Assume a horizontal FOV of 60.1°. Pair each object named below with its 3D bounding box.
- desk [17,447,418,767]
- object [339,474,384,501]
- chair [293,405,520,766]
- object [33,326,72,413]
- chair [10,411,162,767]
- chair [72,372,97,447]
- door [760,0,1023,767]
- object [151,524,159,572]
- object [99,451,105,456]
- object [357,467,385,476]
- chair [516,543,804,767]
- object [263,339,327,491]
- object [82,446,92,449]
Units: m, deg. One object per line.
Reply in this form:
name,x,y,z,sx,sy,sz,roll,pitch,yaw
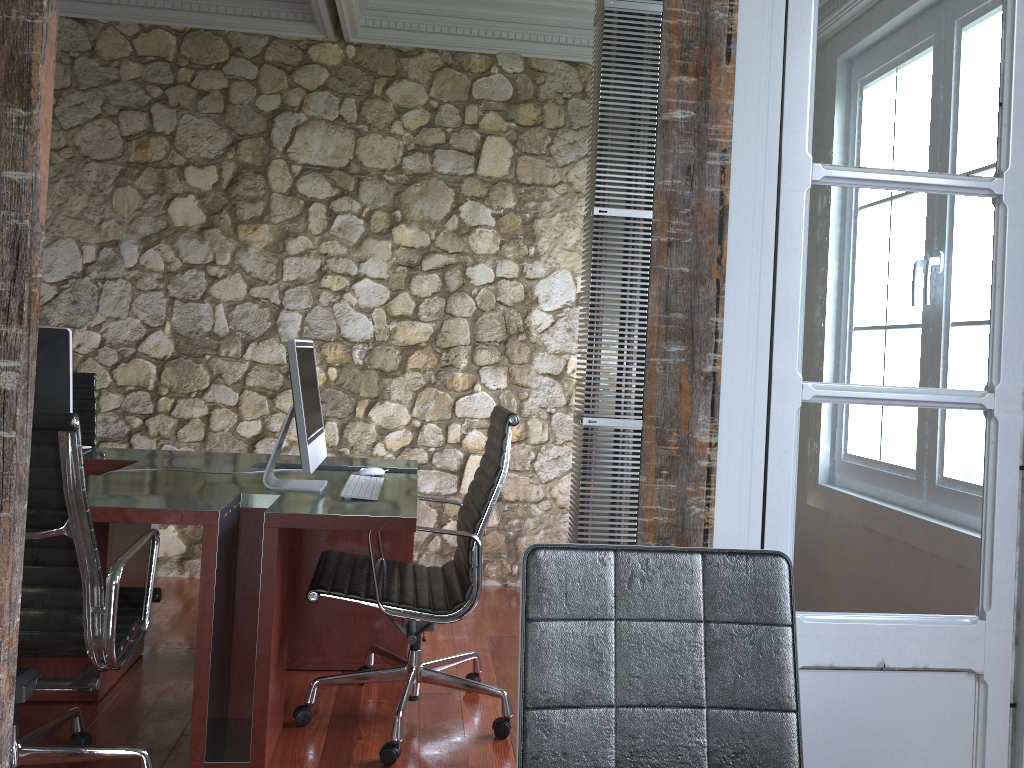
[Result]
desk,-1.599,0.654,3.006,2.506,0.728,1.301,3,1,-6
object,-0.494,0.341,2.936,0.118,0.017,0.439,3,2,-6
chair,-0.324,0.582,2.895,0.699,1.024,0.665,3,0,-2
object,-1.912,0.020,3.308,0.483,0.486,0.189,3,-1,-6
chair,-1.217,0.557,2.234,0.665,1.024,0.699,3,0,-12
chair,-2.010,0.467,3.672,0.665,1.024,0.699,3,0,-10
door,1.032,0.109,1.794,1.160,2.184,0.041,3,-1,-6
object,-1.954,0.769,4.247,0.400,0.388,0.362,3,0,-6
object,-1.598,0.269,3.450,0.011,0.011,0.149,3,2,-30
object,-0.520,0.322,3.263,0.106,0.028,0.059,2,2,-37
chair,0.234,0.724,1.098,0.475,0.920,0.601,3,0,-6
object,-0.705,0.096,2.944,0.189,0.485,0.484,3,0,-6
object,-1.922,0.245,3.527,0.439,0.017,0.118,3,2,-6
